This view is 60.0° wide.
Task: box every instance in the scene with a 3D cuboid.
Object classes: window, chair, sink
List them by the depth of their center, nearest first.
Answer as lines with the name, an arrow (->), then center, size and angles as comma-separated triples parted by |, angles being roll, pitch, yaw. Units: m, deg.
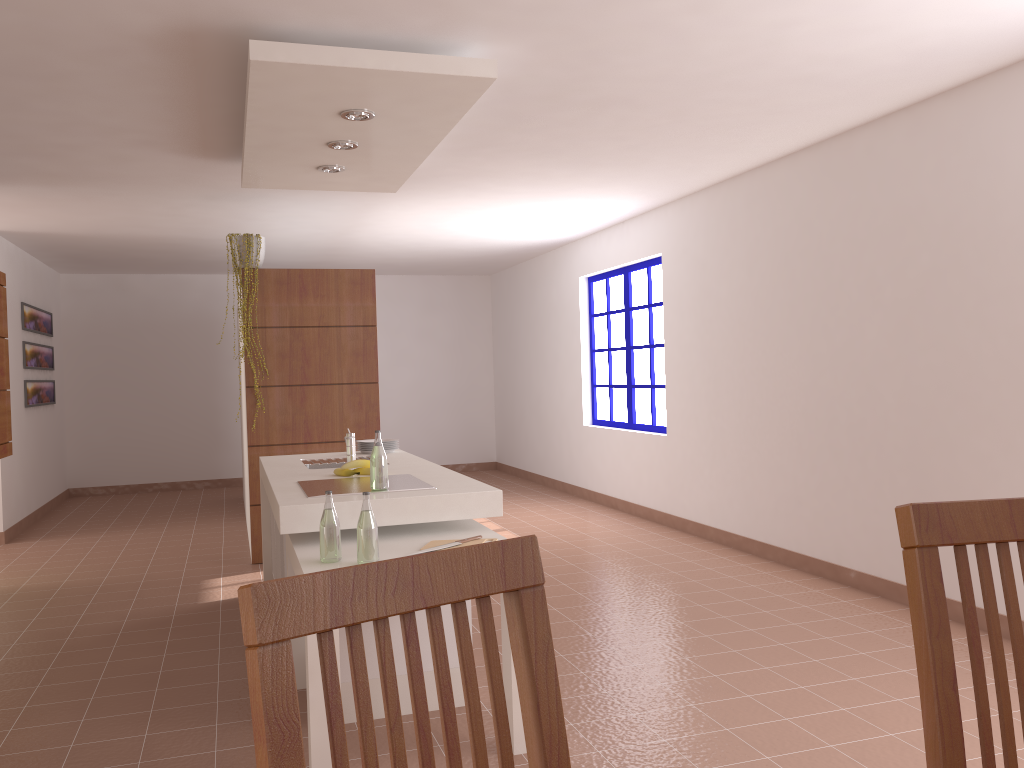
chair -> 0.058, 0.704, 0.716 | 0.444, 1.063, 0.574 | -2, 1, -37
chair -> 0.722, 0.680, 0.927 | 0.444, 1.063, 0.574 | -2, 1, -8
sink -> -0.886, 0.407, 4.668 | 0.404, 0.368, 0.668 | -2, 1, -18
window -> 1.032, -0.315, 7.790 | 0.035, 1.430, 1.699 | -2, 1, -18

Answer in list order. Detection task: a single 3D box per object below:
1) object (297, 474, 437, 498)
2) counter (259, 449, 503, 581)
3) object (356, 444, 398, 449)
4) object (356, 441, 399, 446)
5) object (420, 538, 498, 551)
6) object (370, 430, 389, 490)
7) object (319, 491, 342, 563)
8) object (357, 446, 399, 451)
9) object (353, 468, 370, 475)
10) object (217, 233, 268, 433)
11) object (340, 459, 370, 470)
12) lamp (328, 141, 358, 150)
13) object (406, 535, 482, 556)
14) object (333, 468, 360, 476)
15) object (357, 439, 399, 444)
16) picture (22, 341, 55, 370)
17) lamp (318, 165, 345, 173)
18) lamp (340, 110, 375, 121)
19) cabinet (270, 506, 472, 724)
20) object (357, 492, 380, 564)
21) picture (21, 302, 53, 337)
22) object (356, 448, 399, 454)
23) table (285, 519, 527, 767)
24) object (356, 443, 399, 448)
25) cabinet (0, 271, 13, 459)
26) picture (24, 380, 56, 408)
object -> -0.611, 0.415, 3.649 | 0.493, 0.006, 0.551 | -2, 1, -18
counter -> -0.743, 0.813, 4.274 | 0.821, 0.800, 2.156 | -2, 1, -18
object -> -0.788, 0.371, 5.198 | 0.228, 0.020, 0.228 | -2, 1, -36
object -> -0.789, 0.351, 5.198 | 0.228, 0.020, 0.228 | -2, 1, -36
object -> -0.182, 0.562, 3.100 | 0.266, 0.006, 0.168 | -2, 1, -1
object -> -0.520, 0.296, 3.460 | 0.071, 0.230, 0.071 | -2, 1, -36
object -> -0.596, 0.464, 2.900 | 0.071, 0.230, 0.071 | -2, 1, -36
object -> -0.788, 0.381, 5.199 | 0.228, 0.020, 0.228 | -2, 1, -36
object -> -0.655, 0.396, 4.026 | 0.207, 0.033, 0.060 | -1, 1, 27
object -> -1.795, -0.342, 6.007 | 0.279, 1.344, 0.297 | -1, 1, 32
object -> -0.681, 0.369, 4.042 | 0.207, 0.055, 0.047 | -2, 1, -41
lamp -> -0.810, -1.161, 4.245 | 0.143, 0.059, 0.143 | -2, 1, 10
object -> -0.222, 0.557, 3.059 | 0.041, 0.008, 0.375 | -1, 1, 39
object -> -0.762, 0.400, 4.019 | 0.060, 0.033, 0.207 | -2, 1, -38
object -> -0.789, 0.340, 5.198 | 0.228, 0.020, 0.228 | -2, 1, -36
picture -> -4.589, -0.263, 8.616 | 0.015, 0.248, 1.408 | -2, 1, -18
lamp -> -0.962, -1.163, 4.721 | 0.143, 0.059, 0.143 | -2, 1, 10
lamp -> -0.656, -1.160, 3.764 | 0.143, 0.059, 0.143 | -2, 1, -35
cabinet -> -0.721, 0.863, 4.222 | 0.737, 0.700, 2.048 | -2, 1, -18
object -> -0.464, 0.461, 2.840 | 0.071, 0.230, 0.071 | -2, 1, -36
picture -> -4.600, -0.613, 8.611 | 0.015, 0.248, 1.408 | -2, 1, -18
object -> -0.788, 0.391, 5.199 | 0.228, 0.020, 0.228 | -2, 1, -36
table -> -0.416, 0.893, 3.272 | 0.737, 0.647, 1.003 | -2, 1, -18
object -> -0.789, 0.361, 5.198 | 0.228, 0.020, 0.228 | -2, 1, -36
cabinet -> -2.969, -0.110, 3.507 | 0.754, 1.200, 4.718 | -2, 1, -18
picture -> -4.578, 0.087, 8.620 | 0.015, 0.248, 1.408 | -2, 1, -18
